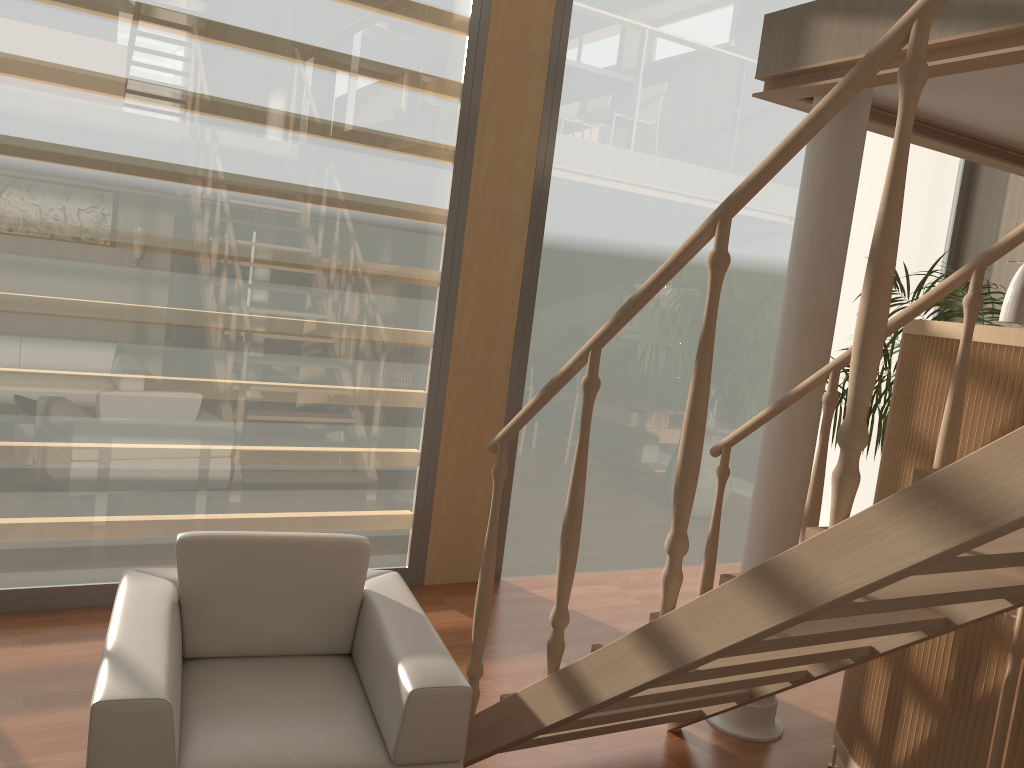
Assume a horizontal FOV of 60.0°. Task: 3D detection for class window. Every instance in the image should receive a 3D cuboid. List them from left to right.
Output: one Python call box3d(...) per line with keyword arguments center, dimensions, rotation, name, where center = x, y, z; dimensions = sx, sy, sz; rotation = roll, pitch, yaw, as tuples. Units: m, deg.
box3d(center=(-1.254, -0.645, 3.871), dimensions=(2.095, 3.100, 0.020), rotation=(3, 7, -30), name="window")
box3d(center=(1.663, -1.214, 5.443), dimensions=(3.340, 5.200, 0.020), rotation=(3, 7, -30), name="window")

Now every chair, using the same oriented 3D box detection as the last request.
box3d(center=(-0.680, 0.869, 2.524), dimensions=(0.900, 0.740, 0.905), rotation=(5, 7, -20), name="chair")

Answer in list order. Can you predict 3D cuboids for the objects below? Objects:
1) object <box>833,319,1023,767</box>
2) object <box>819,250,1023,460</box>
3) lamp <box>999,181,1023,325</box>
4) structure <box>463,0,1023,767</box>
box3d(center=(1.632, 0.694, 2.100), dimensions=(0.233, 1.542, 2.229), rotation=(4, 7, -25), name="object")
box3d(center=(2.586, 0.433, 5.028), dimensions=(2.157, 2.304, 2.109), rotation=(2, 8, -37), name="object")
box3d(center=(1.921, -0.617, 3.224), dimensions=(0.139, 0.800, 0.139), rotation=(5, 6, -16), name="lamp")
box3d(center=(1.180, -0.243, 1.633), dimensions=(1.000, 3.578, 3.150), rotation=(3, 7, -30), name="structure")
